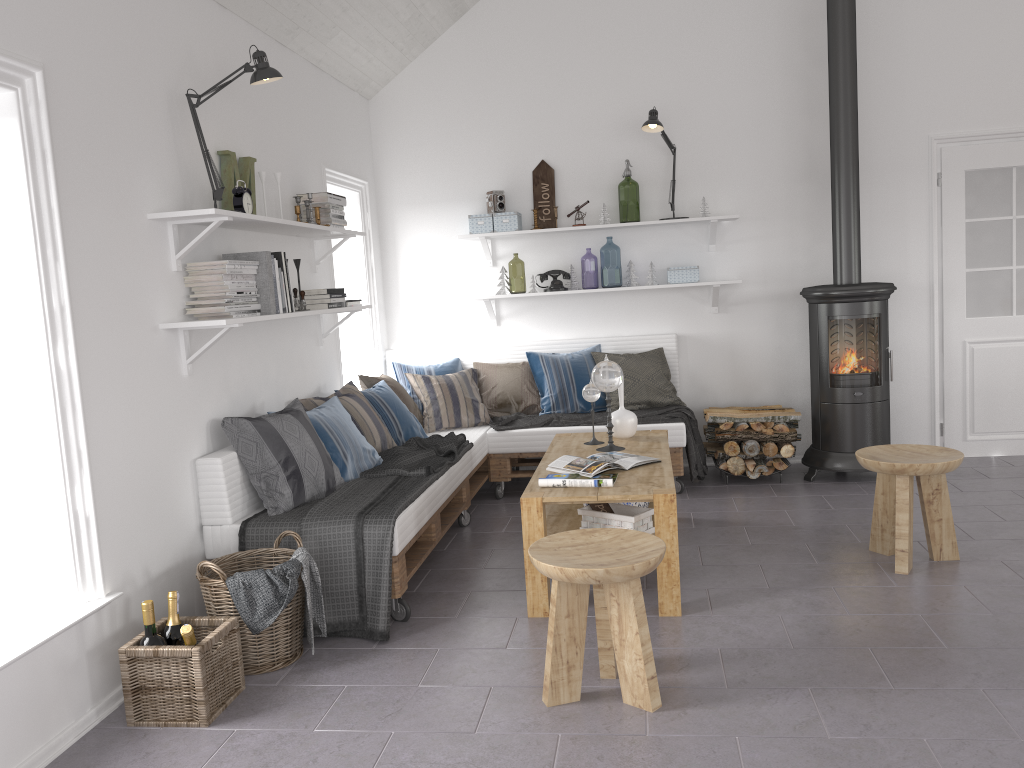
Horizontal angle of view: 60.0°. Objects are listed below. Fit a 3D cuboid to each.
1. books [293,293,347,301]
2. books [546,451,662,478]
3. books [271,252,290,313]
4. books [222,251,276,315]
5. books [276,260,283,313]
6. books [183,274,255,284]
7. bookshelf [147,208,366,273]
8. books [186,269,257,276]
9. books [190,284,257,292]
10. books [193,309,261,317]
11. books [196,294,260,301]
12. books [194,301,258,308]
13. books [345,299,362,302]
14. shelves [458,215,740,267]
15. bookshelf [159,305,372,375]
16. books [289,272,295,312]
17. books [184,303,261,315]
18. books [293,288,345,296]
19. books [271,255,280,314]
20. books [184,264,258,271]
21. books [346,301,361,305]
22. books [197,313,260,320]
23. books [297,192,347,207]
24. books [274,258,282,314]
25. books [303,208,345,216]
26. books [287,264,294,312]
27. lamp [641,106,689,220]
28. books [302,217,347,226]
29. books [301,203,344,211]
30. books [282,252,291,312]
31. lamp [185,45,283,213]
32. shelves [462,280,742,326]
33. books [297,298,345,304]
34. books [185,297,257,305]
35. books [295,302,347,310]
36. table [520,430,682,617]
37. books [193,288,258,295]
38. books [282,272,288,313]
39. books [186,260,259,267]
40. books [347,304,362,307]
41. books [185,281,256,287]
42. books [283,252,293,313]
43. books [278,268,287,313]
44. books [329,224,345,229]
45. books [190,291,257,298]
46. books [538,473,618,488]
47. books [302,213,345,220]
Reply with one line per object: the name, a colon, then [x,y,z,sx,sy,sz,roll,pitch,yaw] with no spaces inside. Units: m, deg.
books: [-1.015,-0.459,4.677,0.212,0.023,0.258,-3,6,9]
books: [0.408,0.342,3.951,0.422,0.049,0.300,-8,8,-36]
books: [-1.115,-0.451,3.993,0.200,0.274,0.038,-3,6,9]
books: [-1.137,-0.432,3.840,0.200,0.271,0.050,-3,6,9]
books: [-1.127,-0.424,3.931,0.200,0.236,0.031,-3,6,9]
books: [-1.211,-0.436,3.674,0.180,0.028,0.296,-3,6,9]
bookshelf: [-1.089,-0.644,4.189,0.269,0.212,1.820,-3,6,9]
books: [-1.197,-0.460,3.670,0.174,0.021,0.273,-3,6,9]
books: [-1.194,-0.400,3.689,0.167,0.017,0.263,-3,6,9]
books: [-1.178,-0.294,3.681,0.159,0.012,0.285,-3,6,9]
books: [-1.180,-0.362,3.695,0.161,0.013,0.256,-3,6,9]
books: [-1.188,-0.332,3.694,0.161,0.013,0.254,-3,6,9]
books: [-0.976,-0.458,4.947,0.202,0.012,0.251,-3,6,10]
shelves: [0.564,-0.937,5.873,1.820,0.212,0.269,-3,6,9]
bookshelf: [-1.063,-0.237,4.235,0.269,0.212,1.820,-3,6,9]
books: [-1.090,-0.419,4.089,0.152,0.185,0.045,-3,6,9]
books: [-1.191,-0.311,3.669,0.176,0.025,0.331,-3,6,9]
books: [-1.015,-0.483,4.665,0.190,0.028,0.239,-2,6,11]
books: [-1.127,-0.430,3.888,0.193,0.257,0.046,-3,6,9]
books: [-1.198,-0.479,3.666,0.182,0.016,0.288,-3,6,9]
books: [-0.968,-0.446,4.945,0.187,0.014,0.248,-3,6,7]
books: [-1.179,-0.282,3.698,0.161,0.012,0.254,-3,6,9]
books: [-1.025,-0.990,4.788,0.176,0.053,0.290,-3,6,9]
books: [-1.129,-0.426,3.913,0.205,0.243,0.019,-3,6,9]
books: [-1.020,-0.925,4.810,0.161,0.026,0.223,-3,6,9]
books: [-1.095,-0.432,4.061,0.171,0.219,0.047,-3,6,9]
lamp: [0.980,-1.397,5.655,0.196,0.703,0.439,0,7,29]
books: [-1.013,-0.870,4.793,0.172,0.032,0.239,-3,6,9]
books: [-1.020,-0.949,4.781,0.161,0.027,0.223,-3,6,9]
books: [-1.116,-0.452,4.011,0.200,0.272,0.054,-3,6,9]
lamp: [-1.131,-1.036,3.628,0.196,0.703,0.439,2,9,43]
shelves: [0.590,-0.530,5.919,1.820,0.212,0.269,-3,6,9]
books: [-1.007,-0.436,4.670,0.191,0.023,0.242,-3,6,7]
books: [-1.207,-0.343,3.677,0.182,0.016,0.288,-3,6,9]
books: [-1.010,-0.409,4.682,0.191,0.032,0.258,-2,6,11]
table: [0.453,0.586,4.160,0.607,0.485,1.457,-3,6,9]
books: [-1.186,-0.385,3.682,0.161,0.012,0.254,-3,6,9]
books: [-1.081,-0.407,3.981,0.125,0.185,0.042,-3,6,9]
books: [-1.189,-0.494,3.657,0.182,0.016,0.288,-3,6,9]
books: [-0.966,-0.433,4.951,0.187,0.014,0.253,-3,6,9]
books: [-1.210,-0.415,3.680,0.182,0.016,0.288,-3,6,9]
books: [-1.114,-0.456,4.034,0.210,0.274,0.048,-3,6,9]
books: [-1.089,-0.413,3.957,0.141,0.203,0.044,-3,6,9]
books: [-1.024,-0.836,4.785,0.172,0.032,0.239,-3,6,9]
books: [-1.193,-0.371,3.674,0.159,0.012,0.285,-3,6,9]
books: [0.278,0.388,3.674,0.300,0.043,0.229,-2,6,13]
books: [-1.017,-0.898,4.796,0.152,0.024,0.238,-3,6,9]
